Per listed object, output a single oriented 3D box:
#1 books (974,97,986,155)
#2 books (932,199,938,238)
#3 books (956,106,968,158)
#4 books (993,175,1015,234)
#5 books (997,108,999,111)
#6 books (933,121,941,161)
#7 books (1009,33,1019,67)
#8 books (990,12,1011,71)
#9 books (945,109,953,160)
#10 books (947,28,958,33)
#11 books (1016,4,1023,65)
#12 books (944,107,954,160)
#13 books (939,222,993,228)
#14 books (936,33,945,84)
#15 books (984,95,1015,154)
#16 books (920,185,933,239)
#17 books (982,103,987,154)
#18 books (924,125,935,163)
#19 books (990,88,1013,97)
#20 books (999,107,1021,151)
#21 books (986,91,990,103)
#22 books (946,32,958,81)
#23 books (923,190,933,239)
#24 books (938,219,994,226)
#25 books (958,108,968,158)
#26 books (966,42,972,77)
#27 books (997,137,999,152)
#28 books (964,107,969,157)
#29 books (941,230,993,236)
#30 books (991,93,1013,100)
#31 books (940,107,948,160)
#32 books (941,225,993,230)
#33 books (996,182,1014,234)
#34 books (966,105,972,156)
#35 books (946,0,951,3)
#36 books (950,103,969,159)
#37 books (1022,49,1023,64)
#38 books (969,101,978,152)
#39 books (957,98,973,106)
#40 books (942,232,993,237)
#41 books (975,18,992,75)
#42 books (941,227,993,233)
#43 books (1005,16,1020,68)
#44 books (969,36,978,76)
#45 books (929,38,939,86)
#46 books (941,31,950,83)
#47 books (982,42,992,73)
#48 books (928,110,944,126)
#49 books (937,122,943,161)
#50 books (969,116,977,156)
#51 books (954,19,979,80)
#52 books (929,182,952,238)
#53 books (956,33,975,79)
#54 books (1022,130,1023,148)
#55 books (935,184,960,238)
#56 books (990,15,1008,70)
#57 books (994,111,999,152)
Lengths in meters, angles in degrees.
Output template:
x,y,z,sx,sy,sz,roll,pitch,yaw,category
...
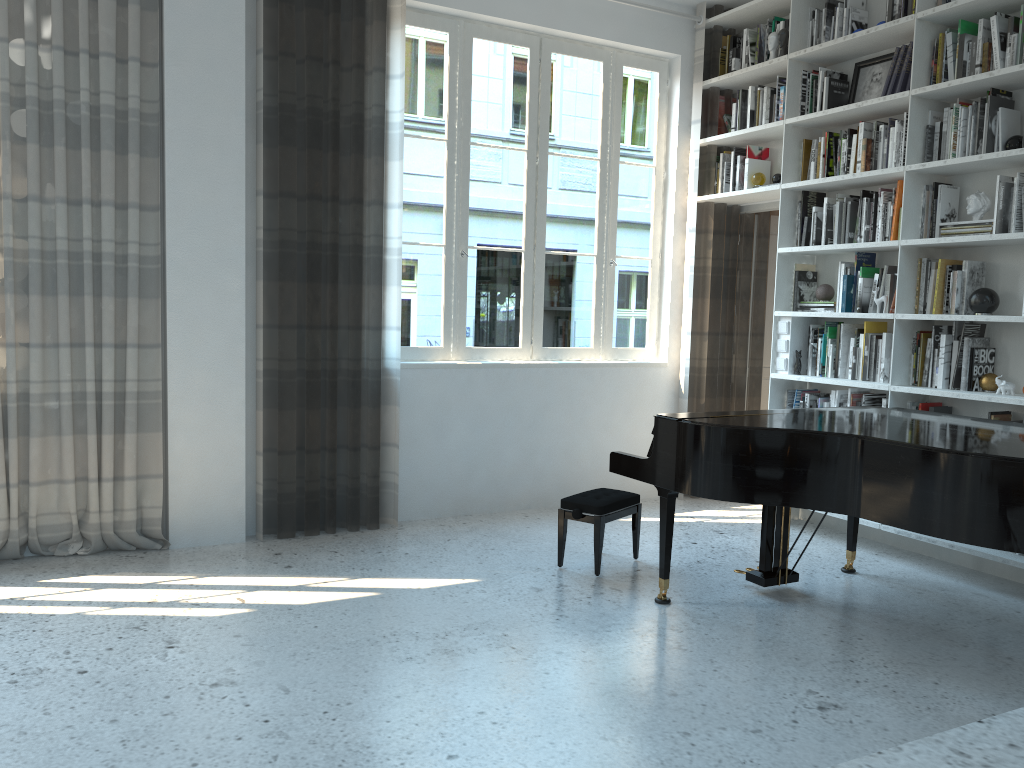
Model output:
x,y,z,sx,sy,sz,roll,pitch,yaw,category
2.284,-1.212,4.248,0.176,0.292,0.011,-1,6,-28,books
2.183,-0.824,4.494,0.136,0.210,0.034,-1,6,-28,books
2.232,-1.205,4.317,0.189,0.263,0.009,-1,6,-28,books
2.331,-0.832,4.181,0.159,0.285,0.012,-1,6,-28,books
2.339,-1.180,4.206,0.134,0.237,0.009,-1,6,-28,books
2.189,-1.201,4.481,0.136,0.225,0.029,-1,6,-28,books
2.365,-1.510,4.098,0.168,0.180,0.028,-1,6,-28,books
2.324,-1.588,4.206,0.135,0.315,0.013,-1,6,-28,books
2.215,-1.211,4.381,0.177,0.262,0.024,-1,6,-28,books
2.210,-1.607,4.431,0.130,0.309,0.014,-1,6,-28,books
2.376,-1.572,4.074,0.145,0.308,0.012,-1,6,-28,books
2.206,-1.219,4.395,0.157,0.276,0.012,-1,6,-28,books
2.265,-0.771,4.330,0.159,0.012,0.285,-1,5,-26,books
2.185,-1.595,4.434,0.158,0.284,0.013,-1,6,-28,books
2.305,-1.205,4.196,0.189,0.287,0.011,-1,6,-28,books
2.156,-0.867,4.540,0.159,0.285,0.012,-1,6,-28,books
2.301,-1.195,4.229,0.158,0.262,0.010,-1,6,-28,books
2.156,-1.194,4.489,0.186,0.208,0.015,-1,6,-28,books
2.317,-1.229,4.219,0.161,0.331,0.005,-1,6,-28,books
2.341,-1.174,4.168,0.147,0.232,0.031,-1,6,-28,books
2.305,-1.226,4.236,0.153,0.321,0.004,-1,6,-28,books
2.219,-1.585,4.381,0.168,0.275,0.067,-1,6,-28,books
2.158,-0.852,4.523,0.134,0.257,0.024,-1,6,-28,books
2.261,-0.782,4.327,0.159,0.012,0.285,-1,6,-32,books
2.238,-1.199,4.309,0.184,0.252,0.012,-1,6,-28,books
2.263,-1.540,4.298,0.153,0.201,0.024,-1,6,-28,books
2.339,-1.165,4.187,0.132,0.210,0.004,-1,6,-28,books
2.265,-1.203,4.310,0.169,0.262,0.010,-1,6,-28,books
2.260,-0.734,4.332,0.161,0.012,0.254,-1,6,-32,books
2.318,-1.216,4.216,0.162,0.306,0.005,-1,6,-28,books
2.201,-1.223,4.413,0.151,0.280,0.025,-1,6,-28,books
2.263,-0.759,4.331,0.161,0.012,0.254,-1,6,-31,books
2.341,-0.810,4.153,0.174,0.247,0.030,-1,6,-28,books
2.260,-1.201,4.285,0.180,0.261,0.009,-1,6,-28,books
2.207,-1.910,4.398,0.133,0.183,0.024,-1,6,-28,books
2.221,-1.219,4.352,0.184,0.284,0.010,-1,6,-28,books
2.391,-1.520,4.048,0.173,0.208,0.010,-1,6,-28,books
2.270,-1.209,4.278,0.169,0.279,0.011,-1,6,-28,books
2.236,-1.237,4.369,0.154,0.317,0.011,-1,6,-28,books
2.268,-0.722,4.337,0.161,0.012,0.254,-1,5,-28,books
2.283,-1.582,4.244,0.155,0.294,0.022,-1,6,-28,books
2.259,-0.746,4.330,0.161,0.012,0.254,-2,6,-33,books
2.359,-1.555,4.121,0.168,0.265,0.027,-1,6,-28,books
2.270,-1.547,4.271,0.157,0.219,0.029,-1,6,-28,books
2.163,-1.583,4.444,0.174,0.256,0.023,-1,6,-28,books
2.195,-1.595,4.411,0.148,0.287,0.010,-1,6,-28,books
2.304,-1.523,4.230,0.160,0.180,0.034,-1,6,-28,books
2.166,-1.234,4.505,0.159,0.285,0.012,-1,6,-28,books
2.200,-1.196,4.457,0.140,0.219,0.024,-1,6,-28,books
2.268,-1.173,4.268,0.181,0.209,0.011,-1,6,-28,books
2.229,-1.601,4.327,0.171,0.315,0.012,-1,6,-28,books
2.183,-0.871,4.515,0.135,0.298,0.011,-1,6,-28,books
2.239,-1.563,4.313,0.181,0.242,0.031,-1,6,-28,books
2.400,-1.177,4.072,0.161,0.254,0.005,-1,6,-28,books
2.192,-0.856,4.464,0.136,0.278,0.021,-1,6,-28,books
2.322,-1.569,4.157,0.178,0.286,0.075,-1,6,-28,books
2.337,-1.170,4.195,0.151,0.218,0.012,-1,6,-28,books
